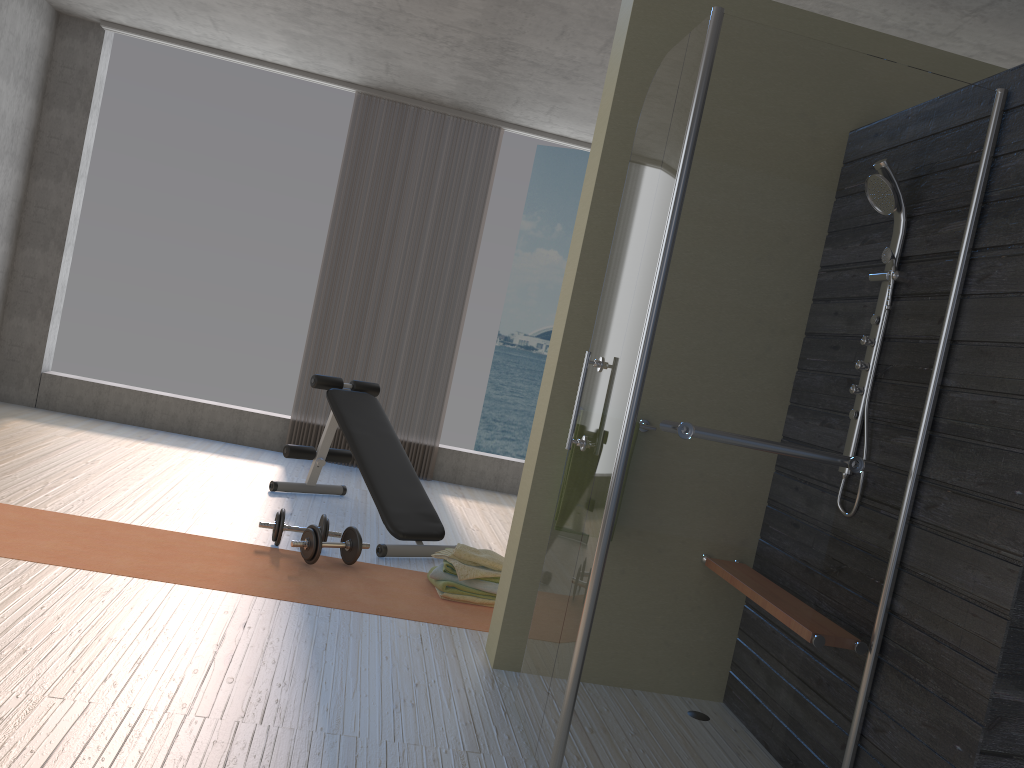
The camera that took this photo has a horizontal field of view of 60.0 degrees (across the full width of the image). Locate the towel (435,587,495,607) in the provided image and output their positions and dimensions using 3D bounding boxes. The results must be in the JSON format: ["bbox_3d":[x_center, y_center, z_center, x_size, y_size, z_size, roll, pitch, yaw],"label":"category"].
[{"bbox_3d":[-0.164,0.931,4.008,0.376,0.044,0.371,11,2,-11],"label":"towel"}]

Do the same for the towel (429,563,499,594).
[{"bbox_3d":[-0.162,0.881,4.032,0.383,0.078,0.383,12,2,7],"label":"towel"}]

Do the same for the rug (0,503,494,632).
[{"bbox_3d":[-1.285,0.732,3.690,2.779,0.002,0.716,11,2,-10],"label":"rug"}]

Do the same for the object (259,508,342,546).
[{"bbox_3d":[-0.994,0.687,4.176,0.385,0.176,0.176,11,2,-18],"label":"object"}]

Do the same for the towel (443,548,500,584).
[{"bbox_3d":[-0.132,0.849,4.043,0.376,0.085,0.371,12,2,-5],"label":"towel"}]

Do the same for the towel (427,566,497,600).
[{"bbox_3d":[-0.180,0.904,4.012,0.380,0.081,0.367,11,2,-12],"label":"towel"}]

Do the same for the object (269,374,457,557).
[{"bbox_3d":[-0.778,0.405,4.917,0.505,0.746,1.312,10,3,-40],"label":"object"}]

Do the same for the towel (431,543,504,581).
[{"bbox_3d":[-0.139,0.793,4.020,0.384,0.123,0.373,11,3,-26],"label":"towel"}]

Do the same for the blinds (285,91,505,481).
[{"bbox_3d":[-0.878,-0.707,6.658,1.133,2.744,0.069,11,2,-10],"label":"blinds"}]

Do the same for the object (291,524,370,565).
[{"bbox_3d":[-0.811,0.723,3.985,0.385,0.176,0.176,10,3,-38],"label":"object"}]
